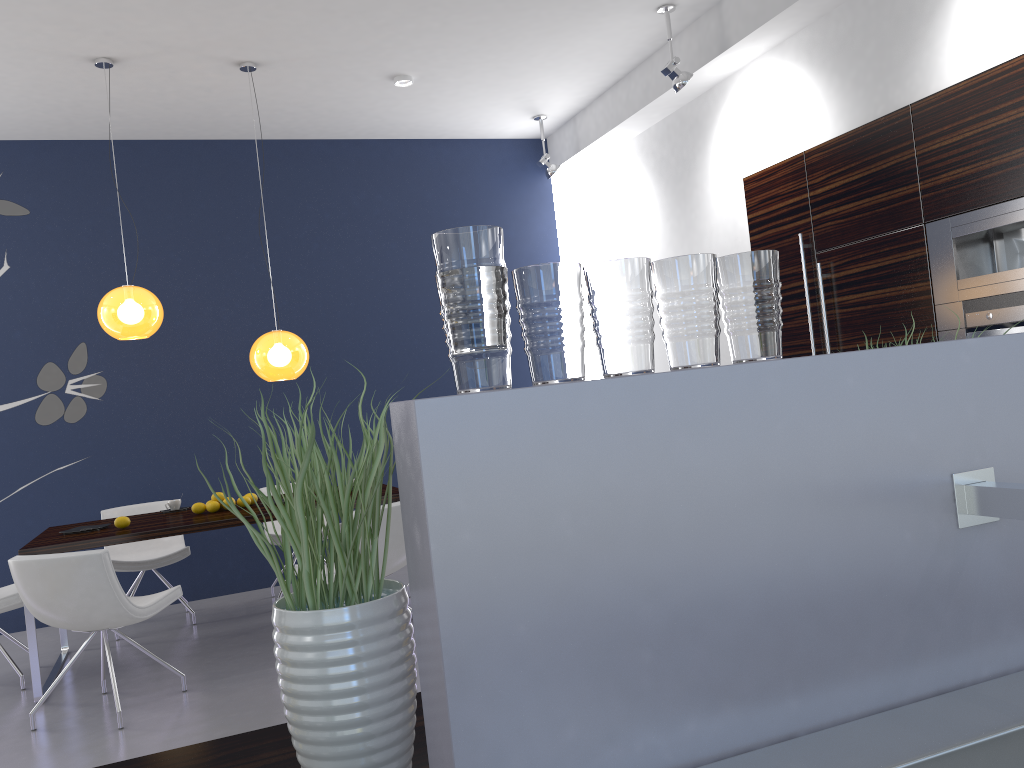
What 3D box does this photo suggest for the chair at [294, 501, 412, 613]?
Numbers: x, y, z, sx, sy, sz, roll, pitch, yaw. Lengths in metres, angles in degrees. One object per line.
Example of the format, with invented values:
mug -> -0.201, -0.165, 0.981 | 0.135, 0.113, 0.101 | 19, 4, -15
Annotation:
chair -> -0.745, 1.025, 4.664 | 0.620, 0.805, 0.508 | -7, -1, 39

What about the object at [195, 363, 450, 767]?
object -> -0.208, 0.225, 0.981 | 0.247, 0.502, 0.269 | -7, -1, 22

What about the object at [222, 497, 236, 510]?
object -> -1.689, 0.713, 5.290 | 0.076, 0.080, 0.094 | -6, -1, -19

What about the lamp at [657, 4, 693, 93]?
lamp -> 0.986, -2.022, 5.374 | 0.185, 0.511, 0.150 | -6, -1, -21

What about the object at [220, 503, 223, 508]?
object -> -1.726, 0.722, 5.365 | 0.081, 0.071, 0.069 | -6, -1, -44

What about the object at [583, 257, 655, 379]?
object -> 0.116, -0.067, 0.931 | 0.072, 0.119, 0.071 | -7, -1, 19

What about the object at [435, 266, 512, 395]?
object -> -0.034, -0.051, 0.874 | 0.072, 0.119, 0.071 | -7, -1, 19

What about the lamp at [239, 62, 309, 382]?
lamp -> -1.534, -1.003, 5.504 | 0.359, 1.974, 0.358 | -6, -1, -16

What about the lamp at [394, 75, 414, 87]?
lamp -> -0.738, -2.064, 6.040 | 0.132, 0.035, 0.132 | -7, -1, 26

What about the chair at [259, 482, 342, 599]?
chair -> -1.499, 1.124, 6.374 | 0.508, 0.805, 0.620 | -6, -1, -21

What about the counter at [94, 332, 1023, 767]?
counter -> 0.526, 0.601, 0.915 | 3.291, 1.300, 1.302 | -6, -1, -21

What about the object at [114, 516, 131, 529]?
object -> -2.164, 0.769, 4.926 | 0.083, 0.068, 0.070 | -6, -1, -17

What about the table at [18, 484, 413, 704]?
table -> -1.681, 1.147, 5.333 | 2.046, 0.783, 1.127 | -6, -1, -21

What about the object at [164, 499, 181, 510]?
object -> -2.131, 0.766, 5.591 | 0.081, 0.064, 0.101 | -6, -1, 4

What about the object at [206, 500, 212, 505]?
object -> -1.802, 0.732, 5.335 | 0.083, 0.068, 0.070 | -7, -1, 38

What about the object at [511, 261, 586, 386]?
object -> 0.041, -0.059, 0.902 | 0.072, 0.119, 0.071 | -7, -1, 19

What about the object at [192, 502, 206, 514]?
object -> -1.859, 0.738, 5.268 | 0.083, 0.068, 0.070 | -6, -1, -17

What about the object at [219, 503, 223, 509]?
object -> -1.784, 0.727, 5.421 | 0.079, 0.077, 0.094 | -7, -1, 23

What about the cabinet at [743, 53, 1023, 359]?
cabinet -> 2.521, -0.197, 4.118 | 0.669, 2.500, 3.600 | -6, -1, -21

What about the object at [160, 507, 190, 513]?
object -> -2.127, 0.797, 5.601 | 0.154, 0.020, 0.154 | -7, -1, 24

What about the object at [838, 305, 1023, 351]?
object -> 0.610, 0.137, 1.319 | 0.269, 0.502, 0.247 | -6, -1, -20

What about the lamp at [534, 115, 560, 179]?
lamp -> 0.283, -1.927, 7.244 | 0.185, 0.511, 0.150 | -6, -1, -21

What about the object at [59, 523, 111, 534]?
object -> -2.419, 0.825, 5.030 | 0.232, 0.020, 0.232 | -6, -1, 8

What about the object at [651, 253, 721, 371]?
object -> 0.192, -0.076, 0.960 | 0.072, 0.119, 0.071 | -7, -1, 19

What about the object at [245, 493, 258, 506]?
object -> -1.606, 0.707, 5.439 | 0.094, 0.077, 0.079 | -7, -1, 43

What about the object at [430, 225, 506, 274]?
object -> -0.038, -0.090, 0.874 | 0.072, 0.119, 0.071 | -7, -1, 19

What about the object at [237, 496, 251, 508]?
object -> -1.618, 0.712, 5.355 | 0.083, 0.068, 0.070 | -6, -1, -17

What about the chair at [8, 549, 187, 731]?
chair -> -1.957, 1.156, 4.212 | 0.508, 0.805, 0.620 | -7, -1, 14

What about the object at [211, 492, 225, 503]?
object -> -1.755, 0.681, 5.305 | 0.083, 0.068, 0.070 | -6, -1, -17

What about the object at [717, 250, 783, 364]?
object -> 0.267, -0.084, 0.988 | 0.071, 0.119, 0.072 | -7, -1, 29

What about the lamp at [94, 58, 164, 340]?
lamp -> -2.313, -1.084, 5.213 | 0.358, 1.645, 0.359 | -6, -1, -10

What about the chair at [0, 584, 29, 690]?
chair -> -2.989, 1.278, 4.888 | 0.620, 0.805, 0.508 | -6, -1, -21

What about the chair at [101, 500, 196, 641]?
chair -> -2.466, 1.229, 6.005 | 0.508, 0.805, 0.620 | -6, -1, -26

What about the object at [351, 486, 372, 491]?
object -> -0.979, 0.670, 5.680 | 0.154, 0.020, 0.154 | -7, -1, 25

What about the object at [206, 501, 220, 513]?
object -> -1.772, 0.728, 5.255 | 0.083, 0.068, 0.070 | -7, -1, 38

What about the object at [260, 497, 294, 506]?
object -> -1.394, 0.714, 5.386 | 0.232, 0.020, 0.232 | -6, -1, 8

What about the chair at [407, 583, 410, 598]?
chair -> -0.403, 0.997, 5.876 | 0.620, 0.805, 0.508 | -6, -1, -26

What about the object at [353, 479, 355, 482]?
object -> -0.973, 0.638, 5.680 | 0.101, 0.064, 0.081 | -6, -1, 5
